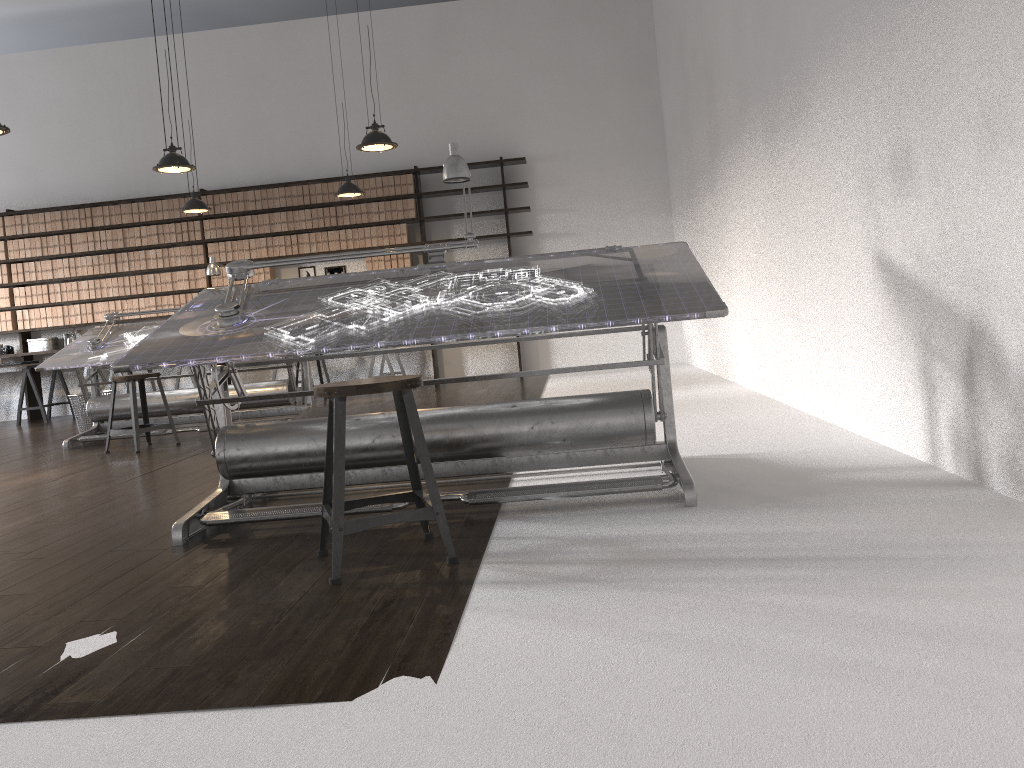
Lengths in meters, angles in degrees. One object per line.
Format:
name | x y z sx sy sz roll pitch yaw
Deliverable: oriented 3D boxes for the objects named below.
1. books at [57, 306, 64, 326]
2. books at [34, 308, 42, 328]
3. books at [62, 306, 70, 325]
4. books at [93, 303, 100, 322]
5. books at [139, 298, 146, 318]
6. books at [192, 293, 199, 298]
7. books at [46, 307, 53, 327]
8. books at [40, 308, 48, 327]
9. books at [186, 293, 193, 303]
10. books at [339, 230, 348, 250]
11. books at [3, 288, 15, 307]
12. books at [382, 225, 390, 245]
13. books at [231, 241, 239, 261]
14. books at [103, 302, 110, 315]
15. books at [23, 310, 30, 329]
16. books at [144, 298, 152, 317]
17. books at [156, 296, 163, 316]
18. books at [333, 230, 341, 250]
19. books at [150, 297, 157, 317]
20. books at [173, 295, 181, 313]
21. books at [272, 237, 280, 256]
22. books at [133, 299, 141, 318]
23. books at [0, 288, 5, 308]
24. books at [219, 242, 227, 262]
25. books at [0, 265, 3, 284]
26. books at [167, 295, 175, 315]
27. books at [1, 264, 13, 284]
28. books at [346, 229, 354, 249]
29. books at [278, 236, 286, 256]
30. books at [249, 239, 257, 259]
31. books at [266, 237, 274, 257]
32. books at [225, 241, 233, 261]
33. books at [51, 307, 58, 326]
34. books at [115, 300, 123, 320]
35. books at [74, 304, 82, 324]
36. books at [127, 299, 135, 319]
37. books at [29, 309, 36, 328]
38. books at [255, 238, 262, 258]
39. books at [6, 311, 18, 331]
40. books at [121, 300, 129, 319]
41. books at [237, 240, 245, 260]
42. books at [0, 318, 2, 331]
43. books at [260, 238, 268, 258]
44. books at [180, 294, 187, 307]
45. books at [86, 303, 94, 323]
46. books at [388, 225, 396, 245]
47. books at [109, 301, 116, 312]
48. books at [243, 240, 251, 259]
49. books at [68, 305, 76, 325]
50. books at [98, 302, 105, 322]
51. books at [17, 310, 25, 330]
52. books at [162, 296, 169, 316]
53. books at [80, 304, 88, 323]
books | -5.219 -0.793 10.326 0.067 0.225 0.175 -5 2 4
books | -5.489 -0.769 10.349 0.066 0.225 0.175 -5 2 4
books | -5.151 -0.799 10.327 0.066 0.225 0.175 -5 2 4
books | -4.792 -0.831 10.303 0.066 0.225 0.175 -5 2 4
books | -4.240 -0.880 10.262 0.066 0.225 0.175 -5 2 4
books | -3.609 -0.935 10.216 0.067 0.225 0.175 -5 2 4
books | -5.347 -0.782 10.338 0.066 0.225 0.175 -5 2 4
books | -5.419 -0.775 10.341 0.067 0.225 0.175 -5 2 4
books | -3.684 -0.929 10.227 0.066 0.225 0.175 -5 2 4
books | -1.899 -1.635 10.083 0.066 0.225 0.175 -5 2 4
books | -5.853 -1.008 10.362 0.067 0.225 0.175 -5 2 4
books | -1.418 -1.677 10.050 0.067 0.225 0.175 -5 2 4
books | -3.150 -1.525 10.176 0.066 0.225 0.175 -5 2 4
books | -4.664 -0.842 10.287 0.067 0.225 0.175 -5 2 4
books | -5.628 -0.757 10.357 0.066 0.225 0.175 -5 2 4
books | -4.177 -0.885 10.259 0.066 0.225 0.175 -5 2 4
books | -4.044 -0.897 10.251 0.066 0.225 0.175 -5 2 4
books | -1.971 -1.629 10.088 0.067 0.225 0.175 -5 2 4
books | -4.111 -0.891 10.250 0.067 0.225 0.175 -5 2 4
books | -3.832 -0.916 10.237 0.066 0.225 0.175 -5 2 4
books | -2.673 -1.567 10.142 0.066 0.225 0.175 -5 2 4
books | -4.312 -0.873 10.265 0.067 0.225 0.175 -5 2 4
books | -5.916 -1.003 10.370 0.066 0.225 0.175 -5 2 4
books | -3.292 -1.512 10.178 0.066 0.225 0.175 -5 2 4
books | -5.952 -1.277 10.363 0.066 0.225 0.175 -5 2 4
books | -3.903 -0.909 10.237 0.066 0.225 0.175 -5 2 4
books | -5.881 -1.284 10.363 0.066 0.225 0.175 -5 2 4
books | -1.827 -1.642 10.081 0.066 0.225 0.175 -5 2 4
books | -2.603 -1.573 10.133 0.066 0.225 0.175 -5 2 4
books | -2.939 -1.543 10.158 0.066 0.225 0.175 -5 2 4
books | -2.743 -1.561 10.147 0.066 0.225 0.175 -5 2 4
books | -3.220 -1.518 10.177 0.066 0.225 0.175 -5 2 4
books | -5.285 -0.787 10.335 0.066 0.225 0.175 -5 2 4
books | -4.520 -0.855 10.281 0.066 0.225 0.175 -5 2 4
books | -5.011 -0.811 10.313 0.066 0.225 0.175 -5 2 4
books | -4.381 -0.867 10.273 0.066 0.225 0.175 -5 2 4
books | -5.558 -0.763 10.356 0.066 0.225 0.175 -5 2 4
books | -2.877 -1.549 10.155 0.066 0.225 0.175 -5 2 4
books | -5.832 -0.739 10.369 0.067 0.225 0.175 -5 2 4
books | -4.450 -0.861 10.280 0.066 0.225 0.175 -5 2 4
books | -3.081 -1.531 10.169 0.066 0.225 0.175 -5 2 4
books | -5.970 -0.727 10.381 0.066 0.225 0.175 -5 2 4
books | -2.811 -1.554 10.146 0.067 0.225 0.175 -5 2 4
books | -3.758 -0.922 10.226 0.067 0.225 0.175 -5 2 4
books | -4.865 -0.824 10.302 0.067 0.225 0.175 -5 2 4
books | -1.351 -1.684 10.051 0.066 0.225 0.175 -5 2 4
books | -4.592 -0.848 10.282 0.066 0.225 0.175 -5 2 4
books | -3.011 -1.537 10.161 0.067 0.225 0.175 -5 2 4
books | -5.081 -0.806 10.322 0.066 0.225 0.175 -5 2 4
books | -4.727 -0.837 10.296 0.066 0.225 0.175 -5 2 4
books | -5.700 -0.750 10.358 0.066 0.225 0.175 -5 2 4
books | -3.973 -0.903 10.246 0.066 0.225 0.175 -5 2 4
books | -4.940 -0.818 10.313 0.066 0.225 0.175 -5 2 4
